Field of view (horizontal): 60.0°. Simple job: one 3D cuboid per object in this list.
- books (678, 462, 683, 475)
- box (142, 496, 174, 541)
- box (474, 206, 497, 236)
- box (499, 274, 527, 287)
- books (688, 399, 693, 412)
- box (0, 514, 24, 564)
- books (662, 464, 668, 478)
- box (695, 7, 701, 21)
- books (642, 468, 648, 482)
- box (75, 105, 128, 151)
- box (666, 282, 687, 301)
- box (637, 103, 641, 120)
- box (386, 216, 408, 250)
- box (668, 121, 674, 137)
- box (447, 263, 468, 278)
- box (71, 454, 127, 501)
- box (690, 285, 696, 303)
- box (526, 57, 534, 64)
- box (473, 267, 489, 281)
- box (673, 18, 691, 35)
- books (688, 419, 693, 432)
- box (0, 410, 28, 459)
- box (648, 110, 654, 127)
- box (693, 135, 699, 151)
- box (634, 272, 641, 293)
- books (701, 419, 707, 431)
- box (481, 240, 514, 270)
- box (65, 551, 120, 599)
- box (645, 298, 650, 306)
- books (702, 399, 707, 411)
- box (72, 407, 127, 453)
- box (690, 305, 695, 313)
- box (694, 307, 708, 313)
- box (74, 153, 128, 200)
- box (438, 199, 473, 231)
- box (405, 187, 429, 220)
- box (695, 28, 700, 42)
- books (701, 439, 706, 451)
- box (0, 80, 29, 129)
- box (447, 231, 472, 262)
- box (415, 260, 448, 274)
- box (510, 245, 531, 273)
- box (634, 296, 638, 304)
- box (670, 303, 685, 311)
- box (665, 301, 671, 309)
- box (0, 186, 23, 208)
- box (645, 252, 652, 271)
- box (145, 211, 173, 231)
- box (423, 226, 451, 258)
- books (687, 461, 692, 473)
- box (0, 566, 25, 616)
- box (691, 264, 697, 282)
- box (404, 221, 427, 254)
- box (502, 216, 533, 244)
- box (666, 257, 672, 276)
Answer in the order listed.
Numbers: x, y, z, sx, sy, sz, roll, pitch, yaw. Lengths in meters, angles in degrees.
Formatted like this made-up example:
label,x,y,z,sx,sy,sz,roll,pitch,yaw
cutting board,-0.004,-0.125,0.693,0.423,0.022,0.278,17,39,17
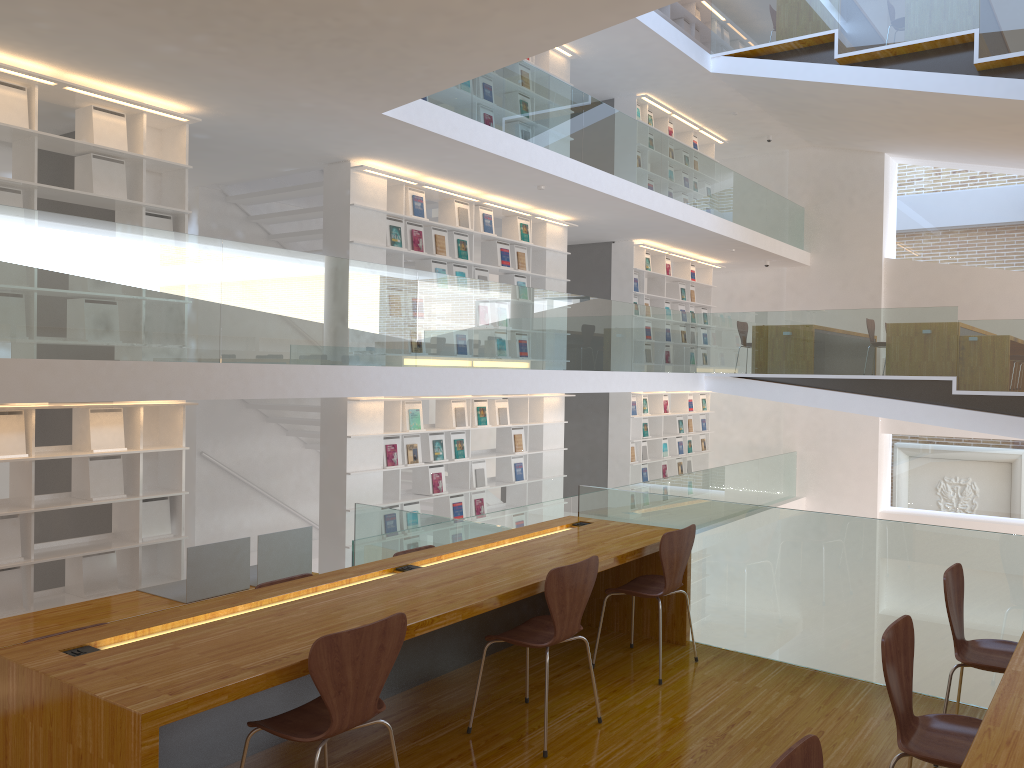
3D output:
label,x,y,z,sx,sy,sz,roll,pitch,yaw
books,2.630,1.327,13.836,0.037,0.210,0.145,1,1,35
box,-2.668,0.970,6.498,0.274,0.296,0.245,1,1,35
box,-0.343,-1.751,9.588,0.274,0.296,0.245,1,1,35
box,0.029,-1.094,10.139,0.274,0.296,0.245,1,1,35
books,2.843,0.350,14.109,0.037,0.210,0.145,1,1,35
box,-3.287,0.971,5.620,0.274,0.296,0.245,1,1,35
books,2.304,1.324,13.378,0.037,0.210,0.145,1,1,35
box,2.861,-5.819,14.097,0.274,0.296,0.245,1,1,35
books,1.925,1.321,12.835,0.037,0.210,0.145,1,1,35
box,-2.840,-1.747,6.158,0.274,0.296,0.245,1,1,35
box,2.583,-1.429,13.856,0.274,0.296,0.245,1,1,35
box,1.678,-3.802,12.490,0.274,0.296,0.245,1,1,35
box,-1.174,-1.421,8.422,0.274,0.296,0.245,1,1,35
box,2.300,-3.805,13.368,0.274,0.296,0.245,1,1,35
box,-0.601,-1.092,9.246,0.274,0.296,0.245,1,1,35
box,-2.879,0.641,6.187,0.274,0.296,0.245,1,1,35
box,2.792,-1.431,14.152,0.274,0.296,0.245,1,1,35
box,0.067,-3.798,10.098,0.274,0.296,0.245,1,1,35
box,-0.388,-1.093,9.548,0.274,0.296,0.245,1,1,35
box,2.648,-5.490,13.805,0.274,0.296,0.245,1,1,35
books,2.838,0.665,14.113,0.037,0.210,0.145,1,1,35
box,-3.262,0.313,5.628,0.274,0.296,0.245,1,1,35
box,1.907,-3.803,12.815,0.274,0.296,0.245,1,1,35
box,2.830,-3.805,14.122,0.274,0.296,0.245,1,1,35
box,1.650,-1.428,12.534,0.274,0.296,0.245,1,1,35
books,3.150,0.681,14.550,0.037,0.210,0.145,1,1,35
box,-0.163,-1.425,9.856,0.274,0.296,0.245,1,1,35
box,-2.912,1.299,6.163,0.274,0.296,0.245,1,1,35
box,1.865,-1.100,12.850,0.274,0.296,0.245,1,1,35
books,3.153,0.344,14.547,0.037,0.210,0.145,1,1,35
box,-2.873,0.314,6.184,0.274,0.296,0.245,1,1,35
box,2.781,-1.102,14.148,0.274,0.296,0.245,1,1,35
box,3.090,-1.103,14.586,0.274,0.296,0.245,1,1,35
box,-2.847,-1.419,6.161,0.274,0.296,0.245,1,1,35
box,-0.584,-1.750,9.247,0.274,0.296,0.245,1,1,35
box,-0.994,-1.750,8.667,0.274,0.296,0.245,1,1,35
box,2.856,-5.492,14.101,0.274,0.296,0.245,1,1,35
books,3.147,1.006,14.557,0.037,0.210,0.145,1,1,35
box,-3.230,-1.747,5.602,0.274,0.296,0.245,1,1,35
box,-0.593,-1.421,9.246,0.274,0.296,0.245,1,1,35
box,-0.797,-1.093,8.969,0.274,0.296,0.245,1,1,35
box,0.033,-1.423,10.134,0.274,0.296,0.245,1,1,35
box,1.649,-1.100,12.543,0.274,0.296,0.245,1,1,35
box,2.578,-1.102,13.861,0.274,0.296,0.245,1,1,35
box,2.268,-1.101,13.421,0.274,0.296,0.245,1,1,35
box,-3.255,-1.090,5.594,0.274,0.296,0.245,1,1,35
box,1.875,-1.756,12.841,0.274,0.296,0.245,1,1,35
box,-2.635,-1.091,6.472,0.274,0.296,0.245,1,1,35
box,-0.792,-1.421,8.963,0.274,0.296,0.245,1,1,35
books,2.822,1.327,14.107,0.037,0.210,0.145,1,1,35
box,-3.284,1.300,5.636,0.274,0.296,0.245,1,1,35
box,2.797,-1.758,14.148,0.274,0.296,0.245,1,1,35
box,-1.009,-1.421,8.678,0.274,0.296,0.245,1,1,35
box,0.067,-1.752,10.169,0.274,0.296,0.245,1,1,35
box,2.268,-1.759,13.393,0.274,0.296,0.245,1,1,35
